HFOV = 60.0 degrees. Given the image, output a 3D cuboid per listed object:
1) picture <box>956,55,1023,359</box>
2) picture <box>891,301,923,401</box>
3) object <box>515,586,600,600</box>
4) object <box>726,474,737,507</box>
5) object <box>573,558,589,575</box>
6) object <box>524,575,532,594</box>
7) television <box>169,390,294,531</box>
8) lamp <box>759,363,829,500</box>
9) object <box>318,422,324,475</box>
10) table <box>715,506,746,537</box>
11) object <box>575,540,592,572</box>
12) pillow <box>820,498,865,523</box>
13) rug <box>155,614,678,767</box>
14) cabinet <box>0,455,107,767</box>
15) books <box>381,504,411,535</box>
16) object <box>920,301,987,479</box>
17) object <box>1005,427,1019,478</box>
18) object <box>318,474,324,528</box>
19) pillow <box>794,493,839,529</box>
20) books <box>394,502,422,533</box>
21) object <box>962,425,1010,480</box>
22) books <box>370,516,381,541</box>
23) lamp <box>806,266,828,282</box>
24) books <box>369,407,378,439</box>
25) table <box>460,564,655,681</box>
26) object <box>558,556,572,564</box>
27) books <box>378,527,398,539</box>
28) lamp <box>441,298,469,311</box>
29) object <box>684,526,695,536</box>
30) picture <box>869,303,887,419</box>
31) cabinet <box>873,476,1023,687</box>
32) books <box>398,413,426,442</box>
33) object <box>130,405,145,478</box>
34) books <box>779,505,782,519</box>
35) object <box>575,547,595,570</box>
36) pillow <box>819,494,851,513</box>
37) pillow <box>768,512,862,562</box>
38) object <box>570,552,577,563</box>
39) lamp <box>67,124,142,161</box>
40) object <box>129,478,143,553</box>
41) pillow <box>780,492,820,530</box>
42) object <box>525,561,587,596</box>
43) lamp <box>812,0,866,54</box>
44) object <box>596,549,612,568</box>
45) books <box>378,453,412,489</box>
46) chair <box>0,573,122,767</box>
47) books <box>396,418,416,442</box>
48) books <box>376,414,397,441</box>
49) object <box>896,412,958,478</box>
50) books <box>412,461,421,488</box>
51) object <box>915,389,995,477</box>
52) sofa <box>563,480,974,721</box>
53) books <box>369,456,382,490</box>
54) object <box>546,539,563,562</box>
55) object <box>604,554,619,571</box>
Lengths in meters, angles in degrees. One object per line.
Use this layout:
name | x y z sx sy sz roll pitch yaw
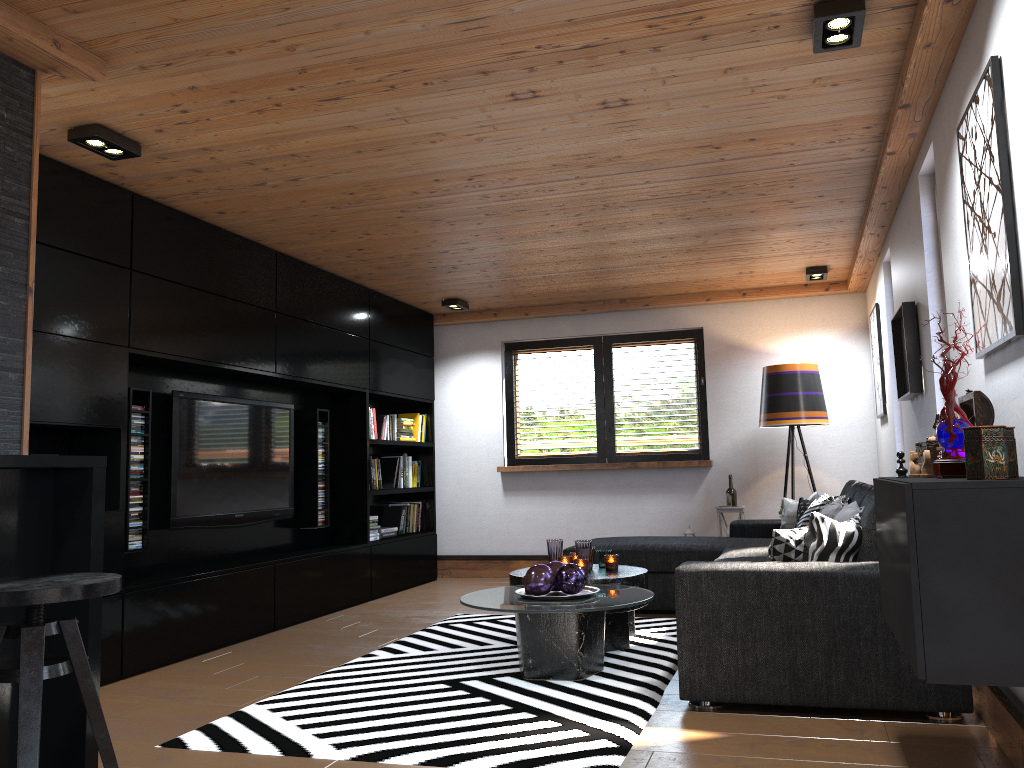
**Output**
picture | 1.429 -0.494 2.672 0.020 0.783 0.566 -3 -7 18
picture | 2.041 -0.156 4.590 0.066 0.451 0.562 -3 -6 18
object | 0.210 0.965 4.101 0.390 0.022 0.399 -6 -7 36
object | 1.763 0.872 7.130 0.088 0.287 0.087 1 -7 -20
object | 0.362 0.956 4.631 0.078 0.081 0.080 -5 -7 32
object | 0.095 0.942 4.168 0.078 0.081 0.080 -5 -7 32
television | -1.734 0.493 5.579 0.050 0.814 1.260 -4 -6 18
lamp | 2.727 0.697 6.818 1.632 1.701 0.522 -1 -6 -5
object | -1.448 0.467 6.426 0.124 0.380 0.126 -3 -7 17
table | 1.764 1.286 7.091 0.225 0.609 0.226 -3 -7 17
object | 0.387 0.926 4.763 0.095 0.168 0.094 0 -6 -12
pillow | 1.492 0.709 4.119 0.282 0.329 0.729 -2 -6 7
rug | -0.034 1.353 4.276 1.650 0.020 2.916 -3 -6 17
cabinet | -1.626 0.654 1.821 0.426 1.011 1.634 -3 -6 18
books | -0.998 1.164 7.635 0.205 0.256 0.246 -3 -6 16
object | 1.265 0.014 2.525 0.151 0.505 0.326 -3 -7 17
object | 1.273 0.181 2.332 0.098 0.135 0.107 4 -8 -41
object | -1.438 0.844 6.383 0.124 0.379 0.126 -3 -7 17
pillow | 1.845 0.841 5.351 0.309 0.364 0.670 -3 -6 13
books | -0.934 1.179 7.835 0.211 0.261 0.253 -3 -6 17
object | 1.191 0.173 2.227 0.108 0.135 0.097 -2 -6 7
books | -1.201 1.136 6.946 0.256 0.188 0.305 -4 -6 24
lamp | 2.304 -0.839 6.710 0.154 0.068 0.262 -3 -6 17
books | -1.204 0.305 6.953 0.206 0.270 0.242 -3 -6 17
table | 0.312 1.160 4.380 0.890 0.372 1.532 -3 -6 18
object | 0.289 0.975 4.800 0.078 0.081 0.080 -5 -7 32
books | -1.097 1.223 7.281 0.208 0.073 0.267 -4 -6 21
lamp | -0.481 -0.679 7.537 0.154 0.068 0.262 -3 -6 17
object | 1.455 1.383 7.228 0.251 0.463 0.252 -3 -7 17
picture | 2.646 -0.153 6.416 0.020 0.783 0.566 -3 -7 18
cabinet | 1.268 0.502 2.514 0.355 0.469 0.960 -3 -6 18
books | -0.892 0.397 7.925 0.211 0.261 0.211 -3 -6 17
object | -2.026 0.305 4.647 0.124 0.380 0.126 -3 -7 17
books | 2.176 0.983 6.737 0.220 0.159 0.254 0 -6 -16
object | 0.403 0.960 4.878 0.114 0.122 0.113 -1 -6 -7
pillow | 1.681 0.781 4.740 0.273 0.356 0.732 -3 -6 17
pillow | 1.270 0.689 3.631 0.540 0.346 0.297 1 -7 -22
object | 0.365 0.992 4.990 0.078 0.081 0.080 -5 -7 32
lamp | -1.715 -1.025 3.740 0.154 0.068 0.262 -3 -6 17
object | -2.016 0.682 4.605 0.124 0.379 0.126 -3 -7 17
pillow | 1.929 0.884 5.853 0.217 0.347 0.566 -1 -6 -2
object | 0.202 0.901 4.124 0.284 0.143 0.264 -2 -6 1
lamp | 1.070 -1.185 2.914 0.154 0.068 0.262 -3 -6 17
object | 0.514 0.975 4.942 0.093 0.099 0.091 3 -8 -36
books | -1.025 0.741 7.543 0.220 0.296 0.347 -3 -6 17
chair | -1.087 0.813 1.997 0.390 0.722 0.395 -3 -7 17
books | -0.994 0.405 7.680 0.258 0.197 0.298 -4 -6 20
books | -1.115 0.369 7.418 0.181 0.233 0.286 -4 -6 20
object | 1.305 0.191 2.769 0.200 0.197 0.358 -5 -7 29
books | -0.937 0.801 7.853 0.188 0.239 0.291 -3 -6 16
object | 1.387 0.156 2.804 0.208 0.271 0.288 -3 -6 17
sofa | 1.098 0.980 4.907 2.074 0.819 3.106 -3 -6 17
books | -1.173 0.716 7.129 0.208 0.270 0.238 -3 -6 17
object | 0.239 0.943 4.893 0.095 0.168 0.094 0 -6 -12
object | 0.539 0.968 4.800 0.078 0.081 0.080 -5 -7 32
